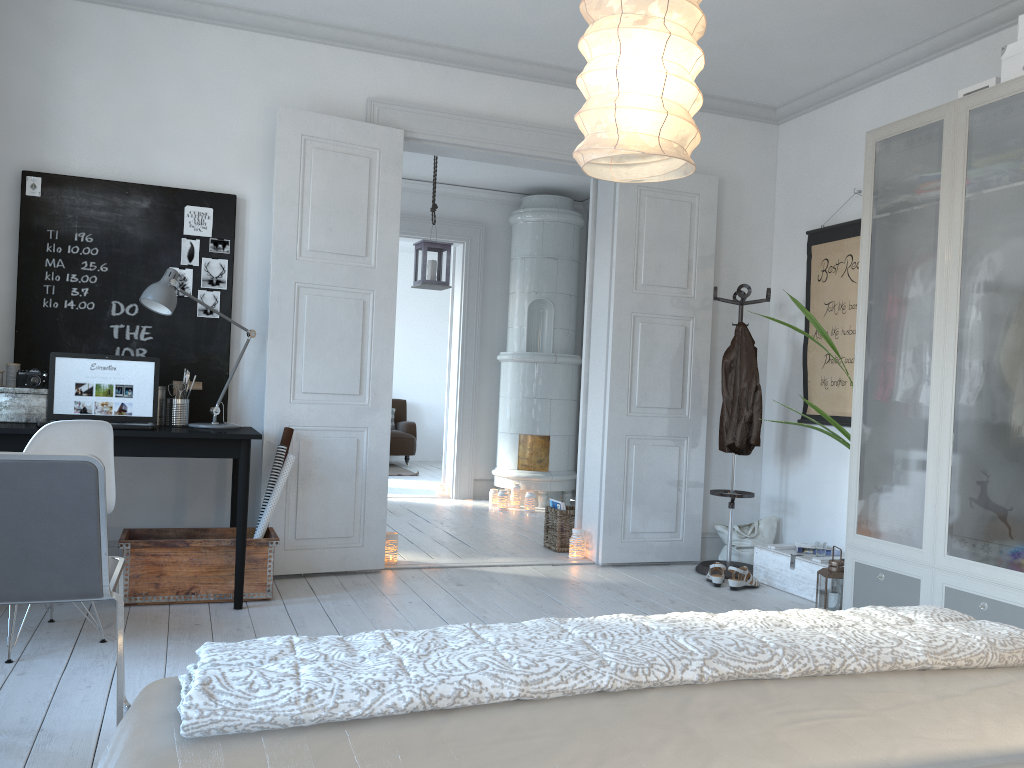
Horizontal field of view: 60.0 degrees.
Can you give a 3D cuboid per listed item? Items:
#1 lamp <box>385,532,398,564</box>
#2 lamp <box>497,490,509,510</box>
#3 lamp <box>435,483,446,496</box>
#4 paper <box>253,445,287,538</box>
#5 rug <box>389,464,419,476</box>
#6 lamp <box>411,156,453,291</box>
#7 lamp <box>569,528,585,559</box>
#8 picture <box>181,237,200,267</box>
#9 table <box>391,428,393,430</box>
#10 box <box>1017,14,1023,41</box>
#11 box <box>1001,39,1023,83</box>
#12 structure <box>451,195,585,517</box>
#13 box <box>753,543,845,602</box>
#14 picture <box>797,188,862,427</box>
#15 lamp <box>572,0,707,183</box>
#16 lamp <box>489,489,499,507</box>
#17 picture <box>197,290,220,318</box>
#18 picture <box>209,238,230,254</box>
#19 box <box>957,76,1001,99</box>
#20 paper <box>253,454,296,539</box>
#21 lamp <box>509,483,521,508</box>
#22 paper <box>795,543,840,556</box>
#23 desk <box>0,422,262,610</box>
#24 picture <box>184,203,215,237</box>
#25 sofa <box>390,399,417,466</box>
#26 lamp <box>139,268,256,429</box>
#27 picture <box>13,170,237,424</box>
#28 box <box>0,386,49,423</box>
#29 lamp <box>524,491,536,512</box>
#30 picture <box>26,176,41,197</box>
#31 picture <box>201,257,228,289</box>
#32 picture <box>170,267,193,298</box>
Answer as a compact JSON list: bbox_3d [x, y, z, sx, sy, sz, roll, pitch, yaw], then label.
[{"bbox_3d":[-0.677,0.910,4.914,0.089,0.166,0.089,3,0,-28],"label":"lamp"},{"bbox_3d":[-0.076,0.973,7.436,0.089,0.166,0.089,3,0,-19],"label":"lamp"},{"bbox_3d":[-0.654,0.972,8.139,0.093,0.110,0.093,3,0,-3],"label":"lamp"},{"bbox_3d":[-1.176,0.624,4.203,0.043,0.669,0.266,3,0,25],"label":"paper"},{"bbox_3d":[-2.075,0.967,10.388,1.710,0.055,1.456,3,-1,-20],"label":"rug"},{"bbox_3d":[-0.537,-1.566,6.323,0.228,1.762,0.228,2,1,-24],"label":"lamp"},{"bbox_3d":[0.390,0.959,5.322,0.093,0.180,0.093,2,0,-37],"label":"lamp"},{"bbox_3d":[-1.578,-0.647,4.349,0.083,0.146,0.002,3,0,-20],"label":"picture"},{"bbox_3d":[-2.056,0.743,10.361,1.300,0.503,1.299,3,0,-30],"label":"table"},{"bbox_3d":[2.029,-1.316,3.290,0.225,0.107,0.180,3,0,-30],"label":"box"},{"bbox_3d":[2.021,-1.165,3.265,0.285,0.199,0.281,3,0,-20],"label":"box"},{"bbox_3d":[0.166,-0.259,7.818,0.800,2.828,1.248,3,0,25],"label":"structure"},{"bbox_3d":[1.622,0.999,4.725,0.376,0.218,0.641,3,0,-20],"label":"box"},{"bbox_3d":[1.870,-0.420,4.877,0.057,1.313,0.792,2,0,-20],"label":"picture"},{"bbox_3d":[0.356,-1.179,2.353,0.338,1.231,0.340,3,0,11],"label":"lamp"},{"bbox_3d":[-0.155,0.981,7.654,0.084,0.146,0.084,3,0,-16],"label":"lamp"},{"bbox_3d":[-1.499,-0.397,4.383,0.103,0.136,0.001,3,0,-20],"label":"picture"},{"bbox_3d":[-1.449,-0.687,4.395,0.095,0.071,0.001,3,0,-20],"label":"picture"},{"bbox_3d":[1.925,-1.121,3.521,0.223,0.107,0.180,3,0,-20],"label":"box"},{"bbox_3d":[-1.156,0.642,4.148,0.283,0.626,0.041,2,1,-42],"label":"paper"},{"bbox_3d":[0.028,0.957,7.616,0.098,0.210,0.098,3,0,-16],"label":"lamp"},{"bbox_3d":[1.647,0.892,4.785,0.221,0.031,0.175,3,-1,12],"label":"paper"},{"bbox_3d":[-1.741,0.566,3.898,1.160,0.759,0.651,3,0,-20],"label":"desk"},{"bbox_3d":[-1.539,-0.805,4.358,0.147,0.154,0.004,3,0,-20],"label":"picture"},{"bbox_3d":[-2.316,0.565,11.102,2.165,0.825,0.968,3,0,-20],"label":"sofa"},{"bbox_3d":[-1.451,-0.154,4.117,0.230,0.716,0.617,3,0,41],"label":"lamp"},{"bbox_3d":[-1.854,-0.382,4.285,0.953,1.172,0.064,3,0,-20],"label":"picture"},{"bbox_3d":[-2.171,0.090,3.911,0.317,0.152,0.193,3,0,-20],"label":"box"},{"bbox_3d":[0.151,0.983,7.399,0.089,0.166,0.089,3,0,-21],"label":"lamp"},{"bbox_3d":[-2.216,-0.916,4.107,0.061,0.088,0.004,3,0,-24],"label":"picture"},{"bbox_3d":[-1.473,-0.549,4.389,0.121,0.153,0.002,3,0,-20],"label":"picture"},{"bbox_3d":[-1.620,-0.496,4.336,0.107,0.150,0.001,3,0,-20],"label":"picture"}]
